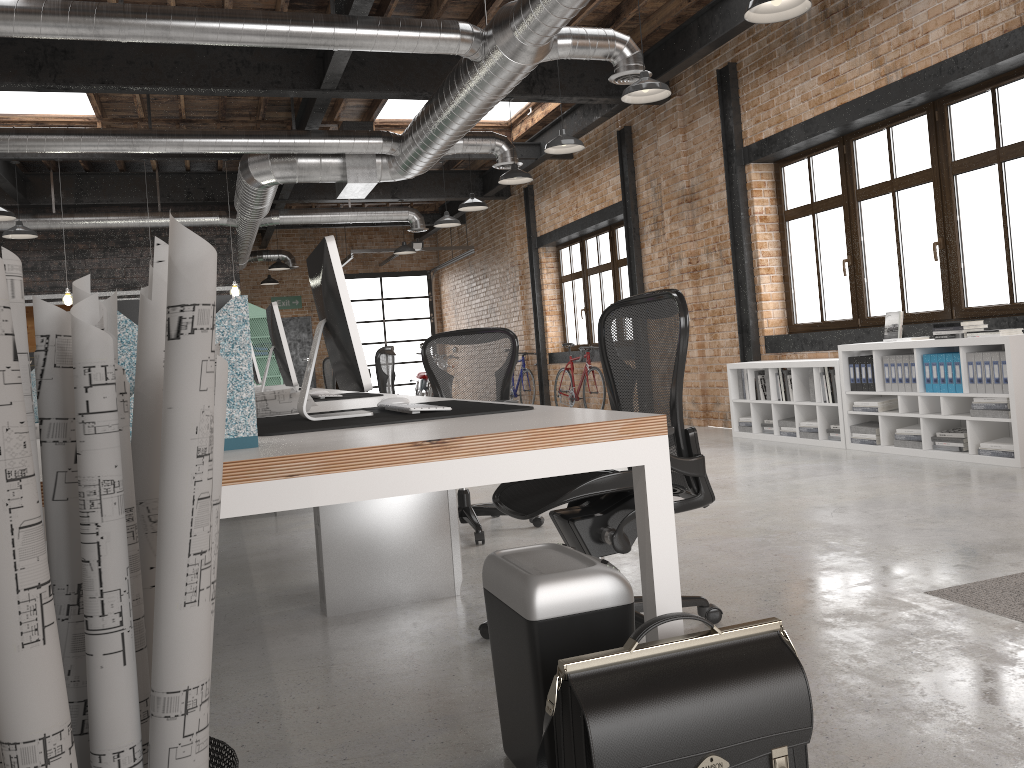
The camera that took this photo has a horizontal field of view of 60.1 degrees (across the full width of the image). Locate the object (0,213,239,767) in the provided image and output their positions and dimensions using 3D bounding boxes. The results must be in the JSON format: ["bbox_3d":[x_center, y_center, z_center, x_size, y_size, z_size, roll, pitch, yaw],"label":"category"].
[{"bbox_3d":[-0.575,0.323,1.170,0.413,1.211,0.439,-4,-1,-41],"label":"object"}]

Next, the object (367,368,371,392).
[{"bbox_3d":[-2.925,0.182,17.077,0.410,1.034,1.732,-4,1,-12],"label":"object"}]

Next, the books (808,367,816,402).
[{"bbox_3d":[2.562,-0.019,7.242,0.259,0.351,0.065,-4,-1,-14],"label":"books"}]

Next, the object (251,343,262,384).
[{"bbox_3d":[-2.188,-0.169,7.388,0.190,0.485,0.483,-4,0,-19],"label":"object"}]

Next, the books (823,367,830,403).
[{"bbox_3d":[2.612,-0.019,7.047,0.258,0.355,0.049,-4,-1,-14],"label":"books"}]

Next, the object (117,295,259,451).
[{"bbox_3d":[-0.667,-0.019,1.770,0.281,0.312,0.150,-5,-1,-19],"label":"object"}]

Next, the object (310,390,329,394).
[{"bbox_3d":[-1.051,0.050,4.819,0.106,0.028,0.059,-5,1,-20],"label":"object"}]

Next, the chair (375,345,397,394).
[{"bbox_3d":[-1.259,0.228,7.640,0.793,1.086,0.769,-4,0,-10],"label":"chair"}]

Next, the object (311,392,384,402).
[{"bbox_3d":[-1.060,0.080,4.488,0.688,0.008,0.847,-5,2,-19],"label":"object"}]

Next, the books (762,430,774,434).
[{"bbox_3d":[2.373,0.409,7.853,0.184,0.049,0.261,-5,2,-18],"label":"books"}]

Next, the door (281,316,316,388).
[{"bbox_3d":[-4.677,-0.358,18.707,0.999,2.101,0.217,-4,-1,-19],"label":"door"}]

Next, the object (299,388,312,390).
[{"bbox_3d":[-2.066,0.067,7.431,0.688,0.008,0.847,-5,2,-19],"label":"object"}]

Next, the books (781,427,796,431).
[{"bbox_3d":[2.454,0.364,7.533,0.215,0.046,0.251,-5,2,-19],"label":"books"}]

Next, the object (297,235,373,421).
[{"bbox_3d":[-0.522,-0.147,2.517,0.190,0.485,0.483,-4,0,-19],"label":"object"}]

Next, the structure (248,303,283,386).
[{"bbox_3d":[-3.990,-0.272,14.204,0.557,2.102,1.116,-4,-1,-19],"label":"structure"}]

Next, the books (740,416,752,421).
[{"bbox_3d":[2.248,0.306,8.122,0.215,0.052,0.252,-5,2,-19],"label":"books"}]

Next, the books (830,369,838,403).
[{"bbox_3d":[2.625,0.019,6.960,0.222,0.283,0.061,-4,-1,-14],"label":"books"}]

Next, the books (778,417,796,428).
[{"bbox_3d":[2.449,0.327,7.553,0.217,0.078,0.290,-5,2,-19],"label":"books"}]

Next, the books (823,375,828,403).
[{"bbox_3d":[2.570,0.042,7.050,0.162,0.240,0.054,-4,-1,-14],"label":"books"}]

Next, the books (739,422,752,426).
[{"bbox_3d":[2.246,0.350,8.132,0.207,0.067,0.275,-5,2,-19],"label":"books"}]

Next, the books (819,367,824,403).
[{"bbox_3d":[2.597,0.005,7.130,0.259,0.305,0.040,-4,-1,-14],"label":"books"}]

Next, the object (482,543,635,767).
[{"bbox_3d":[0.110,0.610,1.938,0.251,0.466,0.338,-4,0,-19],"label":"object"}]

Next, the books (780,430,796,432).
[{"bbox_3d":[2.454,0.382,7.538,0.219,0.034,0.259,-5,2,-19],"label":"books"}]

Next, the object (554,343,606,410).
[{"bbox_3d":[0.892,-0.059,12.134,0.402,1.040,1.735,-4,1,-24],"label":"object"}]

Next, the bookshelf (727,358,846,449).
[{"bbox_3d":[2.468,0.139,7.599,0.400,0.685,1.542,-4,1,-19],"label":"bookshelf"}]

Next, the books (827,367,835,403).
[{"bbox_3d":[2.630,-0.018,6.996,0.272,0.355,0.062,-4,-1,-14],"label":"books"}]

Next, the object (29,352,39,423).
[{"bbox_3d":[-2.034,0.028,3.701,0.281,0.312,0.150,-5,-1,-19],"label":"object"}]

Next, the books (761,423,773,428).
[{"bbox_3d":[2.384,0.350,7.858,0.222,0.055,0.281,-5,2,-18],"label":"books"}]

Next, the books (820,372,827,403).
[{"bbox_3d":[2.567,0.030,7.081,0.182,0.262,0.056,-4,-1,-14],"label":"books"}]

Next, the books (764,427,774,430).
[{"bbox_3d":[2.368,0.380,7.838,0.164,0.047,0.239,-5,2,-18],"label":"books"}]

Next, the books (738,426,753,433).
[{"bbox_3d":[2.253,0.401,8.140,0.217,0.072,0.289,-5,2,-19],"label":"books"}]

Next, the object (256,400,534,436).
[{"bbox_3d":[-0.392,0.089,2.536,0.688,0.008,0.847,-5,2,-19],"label":"object"}]

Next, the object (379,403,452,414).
[{"bbox_3d":[-0.286,0.067,2.560,0.119,0.017,0.438,-5,2,-19],"label":"object"}]

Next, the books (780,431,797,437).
[{"bbox_3d":[2.451,0.408,7.544,0.207,0.061,0.274,-5,2,-19],"label":"books"}]

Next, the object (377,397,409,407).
[{"bbox_3d":[-0.386,0.058,2.873,0.106,0.028,0.059,-5,1,-18],"label":"object"}]

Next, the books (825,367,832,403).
[{"bbox_3d":[2.621,-0.018,7.025,0.259,0.353,0.070,-4,-1,-14],"label":"books"}]

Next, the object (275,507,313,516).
[{"bbox_3d":[-1.311,0.604,5.897,0.542,0.455,0.220,-5,0,-19],"label":"object"}]

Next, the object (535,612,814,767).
[{"bbox_3d":[0.294,0.628,1.616,0.549,0.430,0.267,-5,0,-21],"label":"object"}]

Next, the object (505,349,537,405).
[{"bbox_3d":[0.058,-0.070,14.577,0.402,1.040,1.735,-4,1,-24],"label":"object"}]

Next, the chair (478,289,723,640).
[{"bbox_3d":[0.267,0.262,2.744,0.794,1.086,0.769,-4,0,-35],"label":"chair"}]

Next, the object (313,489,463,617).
[{"bbox_3d":[-0.482,0.615,3.472,0.542,0.455,0.220,-5,0,-19],"label":"object"}]

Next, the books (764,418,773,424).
[{"bbox_3d":[2.386,0.318,7.834,0.199,0.055,0.239,-5,2,-18],"label":"books"}]

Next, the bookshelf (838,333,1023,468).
[{"bbox_3d":[2.971,0.088,6.133,0.400,0.800,1.542,-4,1,-19],"label":"bookshelf"}]

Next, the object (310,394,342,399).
[{"bbox_3d":[-0.951,0.058,4.506,0.119,0.017,0.438,-5,2,-19],"label":"object"}]

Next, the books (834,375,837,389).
[{"bbox_3d":[2.634,0.041,6.925,0.197,0.240,0.058,-4,-1,-14],"label":"books"}]

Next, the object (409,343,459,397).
[{"bbox_3d":[-1.487,-0.096,16.634,0.814,1.361,2.172,-4,1,-31],"label":"object"}]

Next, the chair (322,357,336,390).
[{"bbox_3d":[-2.273,0.227,10.232,0.794,1.086,0.769,-4,0,-40],"label":"chair"}]

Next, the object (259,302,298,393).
[{"bbox_3d":[-1.187,-0.156,4.463,0.190,0.485,0.483,-4,0,-19],"label":"object"}]

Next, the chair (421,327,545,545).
[{"bbox_3d":[-0.250,0.240,4.735,0.770,1.086,0.792,-4,0,5],"label":"chair"}]
